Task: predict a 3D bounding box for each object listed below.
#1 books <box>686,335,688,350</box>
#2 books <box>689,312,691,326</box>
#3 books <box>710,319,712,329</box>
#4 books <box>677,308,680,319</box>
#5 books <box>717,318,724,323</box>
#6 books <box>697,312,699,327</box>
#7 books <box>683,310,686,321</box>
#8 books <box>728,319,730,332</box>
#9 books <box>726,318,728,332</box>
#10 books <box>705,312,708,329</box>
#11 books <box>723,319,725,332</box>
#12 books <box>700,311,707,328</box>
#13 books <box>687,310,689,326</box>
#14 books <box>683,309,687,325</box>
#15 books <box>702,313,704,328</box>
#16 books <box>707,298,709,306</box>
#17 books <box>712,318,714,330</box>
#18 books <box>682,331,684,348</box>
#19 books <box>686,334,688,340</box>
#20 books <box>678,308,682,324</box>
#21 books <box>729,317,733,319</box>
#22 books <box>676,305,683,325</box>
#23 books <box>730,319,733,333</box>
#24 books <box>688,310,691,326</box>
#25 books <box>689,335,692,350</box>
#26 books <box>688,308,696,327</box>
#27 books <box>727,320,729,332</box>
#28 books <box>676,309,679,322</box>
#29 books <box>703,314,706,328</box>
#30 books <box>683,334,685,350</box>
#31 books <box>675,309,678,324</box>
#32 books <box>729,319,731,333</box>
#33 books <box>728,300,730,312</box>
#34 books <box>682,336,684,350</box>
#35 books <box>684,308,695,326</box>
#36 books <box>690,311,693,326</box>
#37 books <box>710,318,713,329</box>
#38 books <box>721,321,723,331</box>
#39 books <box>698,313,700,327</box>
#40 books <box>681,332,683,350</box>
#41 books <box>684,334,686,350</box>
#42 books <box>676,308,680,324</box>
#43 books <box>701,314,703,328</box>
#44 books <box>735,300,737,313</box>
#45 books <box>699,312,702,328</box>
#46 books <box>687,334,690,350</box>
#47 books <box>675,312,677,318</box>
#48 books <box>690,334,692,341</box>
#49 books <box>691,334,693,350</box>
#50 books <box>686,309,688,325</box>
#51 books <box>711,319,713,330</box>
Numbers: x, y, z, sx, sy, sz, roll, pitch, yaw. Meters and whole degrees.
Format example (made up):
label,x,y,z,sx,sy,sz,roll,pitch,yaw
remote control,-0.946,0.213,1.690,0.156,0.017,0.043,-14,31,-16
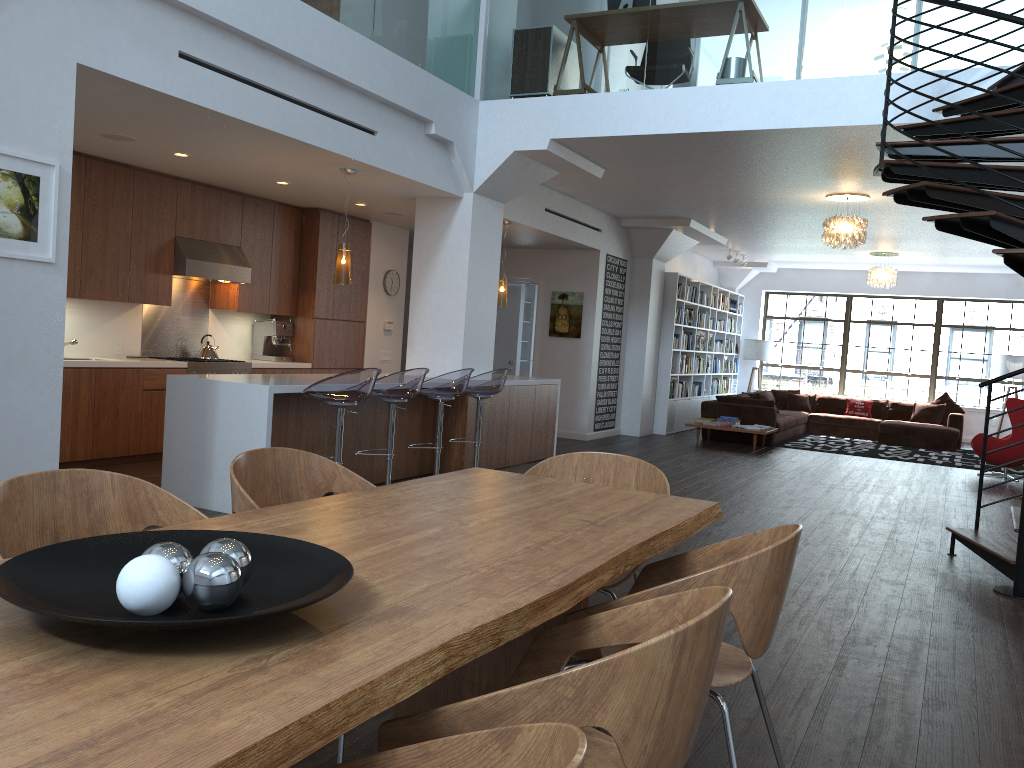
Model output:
label,x,y,z,sx,sy,sz,roll,pitch,yaw
books,2.667,-0.655,13.939,0.167,0.230,0.037,5,3,27
books,2.741,-1.028,13.998,0.161,0.223,0.032,5,3,27
books,3.371,-1.023,15.242,0.128,0.178,0.021,5,3,27
books,2.438,-1.028,13.406,0.172,0.239,0.093,5,3,27
books,3.735,-1.062,15.978,0.140,0.231,0.042,5,3,27
books,2.933,-1.049,14.361,0.182,0.253,0.034,5,3,27
books,2.566,-1.030,13.676,0.174,0.236,0.142,5,3,27
books,3.902,-1.077,16.299,0.183,0.253,0.034,5,3,26
books,3.826,-1.092,16.165,0.198,0.284,0.066,5,3,26
books,3.172,-1.073,14.868,0.197,0.283,0.065,5,3,27
books,3.753,-1.061,16.023,0.158,0.226,0.052,5,3,27
books,3.148,-1.075,14.812,0.176,0.290,0.053,5,3,27
books,2.682,-1.039,13.904,0.171,0.246,0.039,5,3,27
books,2.608,-1.040,13.756,0.183,0.253,0.042,5,3,27
books,3.091,-1.051,14.698,0.170,0.245,0.057,5,3,27
books,3.246,-1.377,14.916,0.110,0.153,0.019,5,3,27
books,3.412,-1.036,15.321,0.146,0.202,0.027,5,3,27
books,2.556,-0.681,13.709,0.176,0.290,0.053,5,3,27
books,2.672,-0.668,13.977,0.182,0.253,0.034,5,3,27
books,2.462,-1.029,13.438,0.174,0.242,0.105,5,3,27
books,4.004,-1.099,16.505,0.176,0.290,0.036,5,3,26
books,2.506,-1.053,13.502,0.176,0.290,0.053,5,3,27
books,3.995,-1.079,16.471,0.183,0.253,0.034,5,3,26
books,2.712,-1.044,13.971,0.183,0.253,0.042,5,3,27
books,2.754,-0.661,14.087,0.174,0.239,0.045,5,3,27
books,2.846,-1.065,14.215,0.176,0.291,0.053,5,3,27
books,3.871,-1.061,16.223,0.161,0.223,0.026,5,3,26
books,2.411,-1.022,13.335,0.152,0.232,0.104,5,3,27
books,3.117,-1.048,14.742,0.174,0.239,0.045,5,3,27
books,2.594,-0.657,13.776,0.174,0.239,0.045,5,3,27
books,2.394,-1.015,13.311,0.161,0.218,0.101,5,3,27
books,3.938,-1.075,16.369,0.171,0.246,0.057,5,3,26
books,3.884,-1.433,16.194,0.161,0.223,0.032,5,3,27
books,2.572,-0.648,13.747,0.161,0.223,0.027,5,3,27
books,2.808,-1.063,14.176,0.198,0.284,0.049,5,3,27
books,2.771,-1.038,14.067,0.174,0.240,0.054,5,3,27
books,3.393,-1.037,15.300,0.146,0.202,0.027,5,3,27
books,3.698,-1.044,15.905,0.136,0.196,0.045,5,3,27
books,2.962,-1.043,14.429,0.174,0.239,0.045,5,3,27
books,2.525,-0.678,13.657,0.197,0.283,0.065,5,3,27
books,2.614,-0.661,13.824,0.170,0.245,0.057,5,3,27
books,2.428,-1.024,13.362,0.172,0.235,0.112,5,3,27
books,3.052,-1.038,14.612,0.161,0.223,0.026,5,3,27
books,4.137,-1.456,16.713,0.183,0.253,0.042,5,3,27
books,3.007,-1.051,14.519,0.182,0.253,0.034,5,3,27
books,2.708,-0.666,13.997,0.182,0.253,0.034,5,3,27
books,2.362,-0.996,13.240,0.161,0.182,0.170,5,3,27
books,2.766,-0.669,14.125,0.182,0.253,0.034,5,3,27
books,2.791,-0.668,14.150,0.182,0.253,0.034,5,3,27
books,2.642,-1.045,13.835,0.180,0.259,0.042,5,3,27
books,3.382,-1.031,15.269,0.139,0.191,0.036,5,3,27
